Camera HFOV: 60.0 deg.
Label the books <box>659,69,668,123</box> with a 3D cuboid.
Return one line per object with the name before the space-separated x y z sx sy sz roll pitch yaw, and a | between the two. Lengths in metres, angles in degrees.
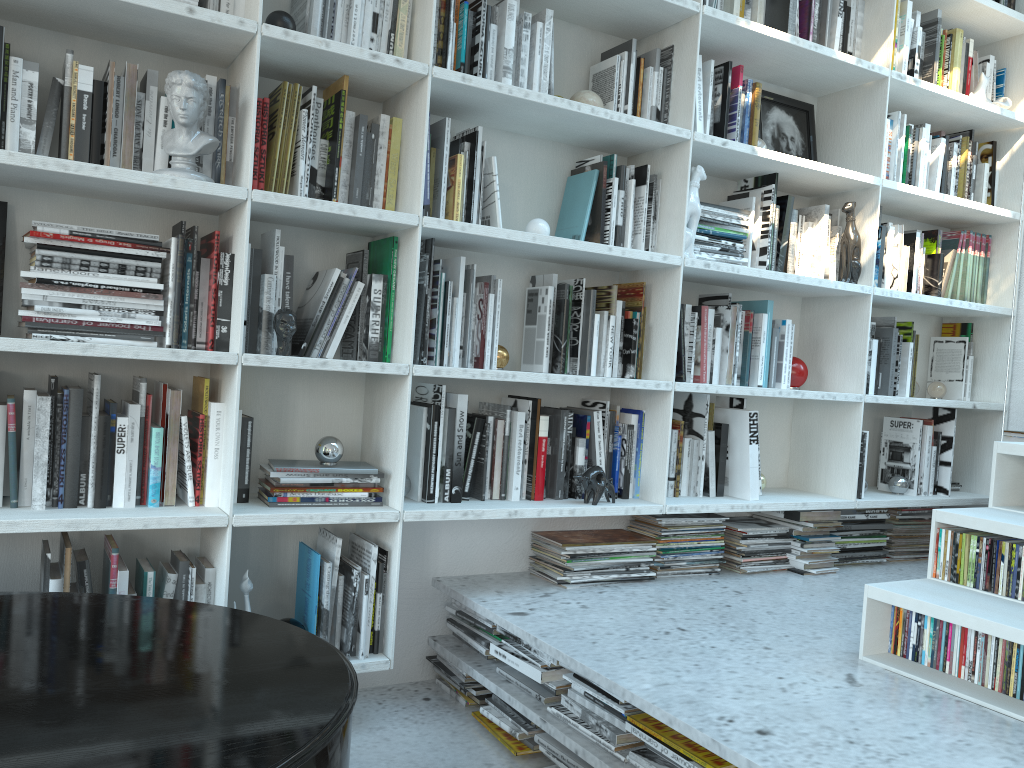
books | 0.420 -0.854 2.757 0.012 0.206 0.169 3 2 -30

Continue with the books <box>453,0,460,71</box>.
books | -0.186 -0.929 2.440 0.014 0.284 0.135 3 2 -30

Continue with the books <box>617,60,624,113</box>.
books | 0.287 -0.862 2.698 0.005 0.205 0.153 3 2 -30

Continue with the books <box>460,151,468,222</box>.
books | -0.166 -0.522 2.447 0.007 0.212 0.158 3 2 -30

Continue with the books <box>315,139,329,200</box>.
books | -0.511 -0.527 2.280 0.030 0.181 0.131 3 2 -30

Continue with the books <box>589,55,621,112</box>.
books | 0.277 -0.870 2.696 0.015 0.220 0.140 3 2 -30

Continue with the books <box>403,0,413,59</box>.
books | -0.311 -0.912 2.342 0.026 0.238 0.173 3 2 -30

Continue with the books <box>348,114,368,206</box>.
books | -0.424 -0.551 2.279 0.027 0.242 0.188 3 2 -30

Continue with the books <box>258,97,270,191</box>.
books | -0.639 -0.568 2.207 0.013 0.247 0.176 3 2 -30

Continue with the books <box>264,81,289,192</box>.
books | -0.599 -0.587 2.198 0.035 0.293 0.145 3 2 -30

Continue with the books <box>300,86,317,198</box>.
books | -0.533 -0.584 2.234 0.019 0.294 0.163 3 2 -30

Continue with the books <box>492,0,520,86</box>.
books | -0.038 -0.926 2.507 0.027 0.295 0.159 3 2 -30

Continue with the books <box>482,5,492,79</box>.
books | -0.111 -0.901 2.449 0.022 0.237 0.164 3 2 -30

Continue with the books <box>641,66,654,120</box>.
books | 0.370 -0.855 2.737 0.013 0.202 0.173 3 2 -30

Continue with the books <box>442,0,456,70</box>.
books | -0.204 -0.911 2.398 0.014 0.248 0.176 3 2 -30

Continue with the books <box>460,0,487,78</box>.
books | -0.122 -0.923 2.434 0.014 0.280 0.177 3 2 -30

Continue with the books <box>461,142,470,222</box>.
books | -0.160 -0.537 2.463 0.017 0.243 0.132 3 2 -30

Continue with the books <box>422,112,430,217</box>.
books | -0.267 -0.566 2.385 0.035 0.288 0.191 3 2 -30

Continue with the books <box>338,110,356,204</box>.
books | -0.456 -0.559 2.289 0.033 0.253 0.174 3 2 -30

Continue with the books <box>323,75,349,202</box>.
books | -0.467 -0.602 2.276 0.021 0.338 0.169 3 2 -30

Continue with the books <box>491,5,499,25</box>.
books | -0.082 -0.909 2.482 0.011 0.257 0.131 3 2 -30

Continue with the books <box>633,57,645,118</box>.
books | 0.345 -0.870 2.729 0.016 0.228 0.160 3 2 -30

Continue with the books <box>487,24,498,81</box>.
books | -0.096 -0.878 2.469 0.025 0.194 0.171 3 2 -30

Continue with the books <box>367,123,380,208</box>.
books | -0.394 -0.549 2.328 0.028 0.239 0.145 3 2 -30

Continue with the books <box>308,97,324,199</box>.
books | -0.528 -0.576 2.264 0.035 0.278 0.139 3 2 -30

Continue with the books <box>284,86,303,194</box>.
books | -0.571 -0.586 2.226 0.035 0.293 0.145 3 2 -30

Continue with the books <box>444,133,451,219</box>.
books | -0.212 -0.547 2.433 0.013 0.256 0.144 3 2 -30

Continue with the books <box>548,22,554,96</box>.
books | 0.076 -0.898 2.577 0.034 0.254 0.160 3 2 -30

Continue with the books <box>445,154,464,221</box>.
books | -0.186 -0.513 2.414 0.017 0.192 0.191 3 2 -30

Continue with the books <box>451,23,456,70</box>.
books | -0.197 -0.876 2.419 0.021 0.179 0.136 3 2 -30

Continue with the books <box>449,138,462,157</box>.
books | -0.187 -0.539 2.443 0.008 0.242 0.169 3 2 -30

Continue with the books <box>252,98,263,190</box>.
books | -0.647 -0.566 2.189 0.014 0.244 0.145 3 2 -30

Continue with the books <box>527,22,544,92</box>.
books | 0.027 -0.890 2.537 0.021 0.232 0.183 3 2 -30

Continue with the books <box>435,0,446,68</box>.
books | -0.223 -0.928 2.405 0.014 0.278 0.153 3 2 -30

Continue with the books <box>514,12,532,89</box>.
books | -0.010 -0.898 2.508 0.025 0.245 0.183 3 2 -30

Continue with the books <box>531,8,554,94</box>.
books | 0.054 -0.908 2.537 0.024 0.272 0.169 3 2 -30

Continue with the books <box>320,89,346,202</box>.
books | -0.470 -0.580 2.254 0.019 0.293 0.182 3 2 -30

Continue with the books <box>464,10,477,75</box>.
books | -0.151 -0.892 2.442 0.026 0.216 0.161 3 2 -30

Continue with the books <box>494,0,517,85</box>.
books | -0.051 -0.910 2.471 0.030 0.263 0.182 3 2 -30

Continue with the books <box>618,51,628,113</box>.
books | 0.296 -0.875 2.700 0.012 0.232 0.154 3 2 -30

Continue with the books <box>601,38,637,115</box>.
books | 0.315 -0.891 2.696 0.015 0.267 0.164 3 2 -30

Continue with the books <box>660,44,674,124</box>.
books | 0.433 -0.889 2.755 0.005 0.278 0.182 3 2 -30

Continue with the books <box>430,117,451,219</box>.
books | -0.221 -0.558 2.393 0.013 0.279 0.191 3 2 -30

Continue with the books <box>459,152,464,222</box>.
books | -0.179 -0.522 2.449 0.014 0.209 0.156 3 2 -30

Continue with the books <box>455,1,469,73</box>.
books | -0.166 -0.903 2.430 0.013 0.236 0.157 3 2 -30

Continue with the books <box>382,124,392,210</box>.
books | -0.362 -0.552 2.358 0.019 0.248 0.148 3 2 -30

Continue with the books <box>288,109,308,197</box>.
books | -0.551 -0.554 2.229 0.015 0.232 0.180 3 2 -30

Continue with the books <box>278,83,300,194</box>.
books | -0.574 -0.586 2.207 0.035 0.293 0.145 3 2 -30

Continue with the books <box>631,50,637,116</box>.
books | 0.322 -0.879 2.714 0.016 0.244 0.151 3 2 -30

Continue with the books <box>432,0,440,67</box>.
books | -0.245 -0.911 2.398 0.030 0.242 0.138 3 2 -30

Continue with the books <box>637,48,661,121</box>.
books | 0.390 -0.881 2.735 0.016 0.257 0.175 3 2 -30

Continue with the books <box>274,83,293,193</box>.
books | -0.593 -0.587 2.213 0.035 0.293 0.145 3 2 -30

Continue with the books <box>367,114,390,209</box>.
books | -0.370 -0.561 2.335 0.032 0.266 0.142 3 2 -30

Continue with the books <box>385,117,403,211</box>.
books | -0.343 -0.561 2.365 0.033 0.269 0.141 3 2 -30

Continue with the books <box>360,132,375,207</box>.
books | -0.408 -0.532 2.299 0.034 0.204 0.181 3 2 -30

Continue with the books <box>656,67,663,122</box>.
books | 0.400 -0.854 2.742 0.013 0.204 0.173 3 2 -30
